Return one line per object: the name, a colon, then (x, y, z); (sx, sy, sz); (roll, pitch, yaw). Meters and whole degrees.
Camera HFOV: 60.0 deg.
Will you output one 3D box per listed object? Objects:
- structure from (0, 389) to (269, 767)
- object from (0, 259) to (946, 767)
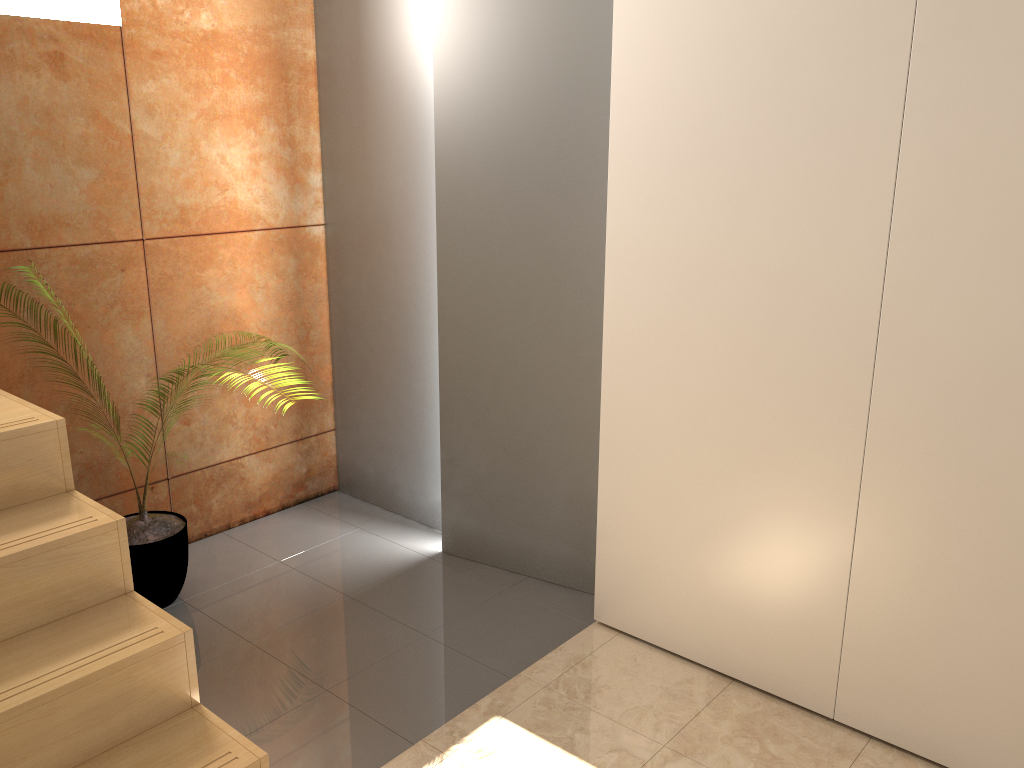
structure: (-1.469, 0.650, 1.416); (2.400, 1.110, 1.950); (13, 20, 39)
object: (0.424, 0.762, 1.028); (6.200, 1.455, 4.200); (13, 20, 39)
